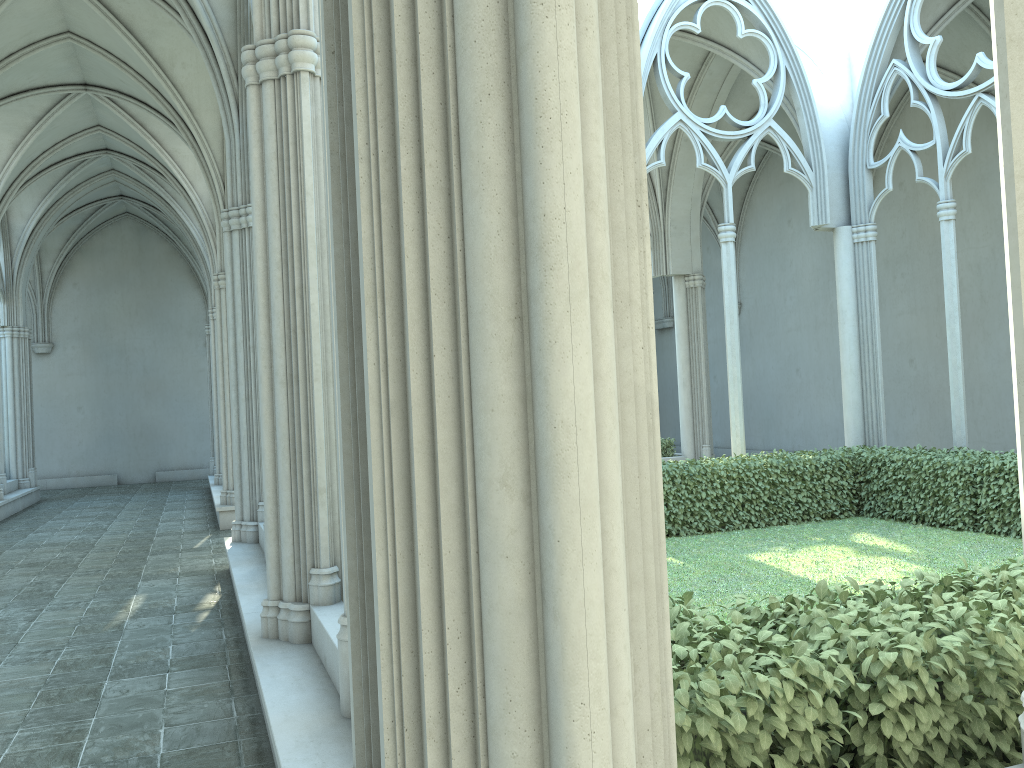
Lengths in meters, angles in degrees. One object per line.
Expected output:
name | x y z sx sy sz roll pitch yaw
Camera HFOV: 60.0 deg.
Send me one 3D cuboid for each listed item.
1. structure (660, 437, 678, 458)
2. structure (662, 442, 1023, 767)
structure | -1.784 1.771 19.740 7.995 0.963 8.018 -2 -1 -20
structure | 2.618 1.268 7.450 7.995 0.963 8.018 -2 -1 -20
